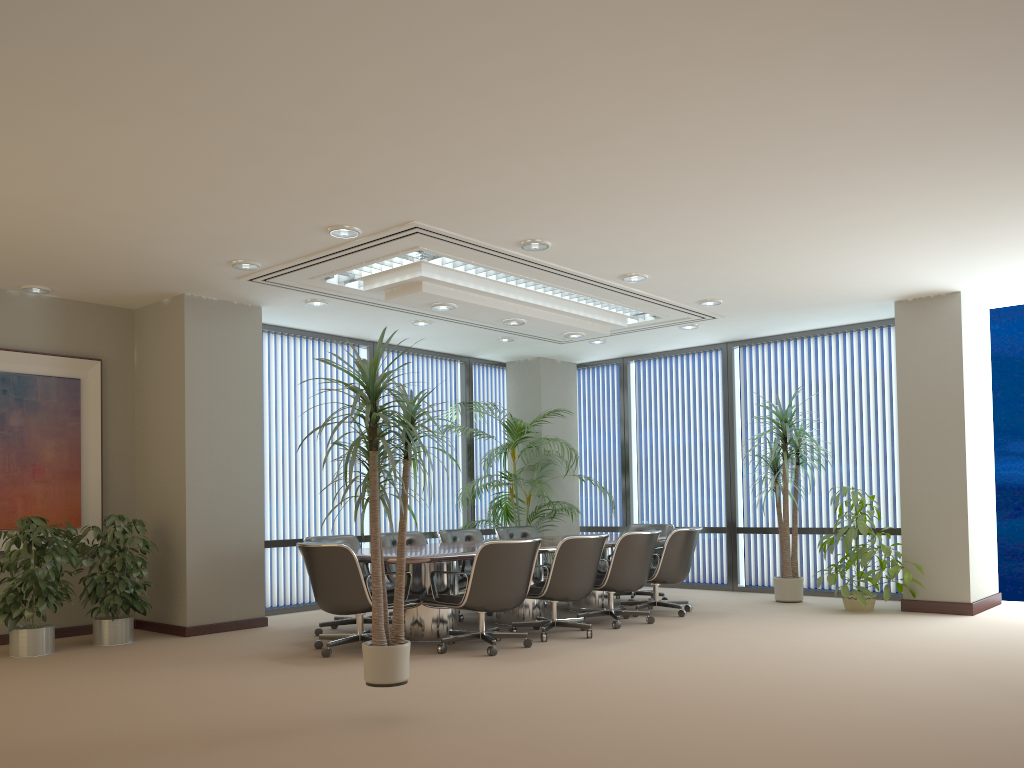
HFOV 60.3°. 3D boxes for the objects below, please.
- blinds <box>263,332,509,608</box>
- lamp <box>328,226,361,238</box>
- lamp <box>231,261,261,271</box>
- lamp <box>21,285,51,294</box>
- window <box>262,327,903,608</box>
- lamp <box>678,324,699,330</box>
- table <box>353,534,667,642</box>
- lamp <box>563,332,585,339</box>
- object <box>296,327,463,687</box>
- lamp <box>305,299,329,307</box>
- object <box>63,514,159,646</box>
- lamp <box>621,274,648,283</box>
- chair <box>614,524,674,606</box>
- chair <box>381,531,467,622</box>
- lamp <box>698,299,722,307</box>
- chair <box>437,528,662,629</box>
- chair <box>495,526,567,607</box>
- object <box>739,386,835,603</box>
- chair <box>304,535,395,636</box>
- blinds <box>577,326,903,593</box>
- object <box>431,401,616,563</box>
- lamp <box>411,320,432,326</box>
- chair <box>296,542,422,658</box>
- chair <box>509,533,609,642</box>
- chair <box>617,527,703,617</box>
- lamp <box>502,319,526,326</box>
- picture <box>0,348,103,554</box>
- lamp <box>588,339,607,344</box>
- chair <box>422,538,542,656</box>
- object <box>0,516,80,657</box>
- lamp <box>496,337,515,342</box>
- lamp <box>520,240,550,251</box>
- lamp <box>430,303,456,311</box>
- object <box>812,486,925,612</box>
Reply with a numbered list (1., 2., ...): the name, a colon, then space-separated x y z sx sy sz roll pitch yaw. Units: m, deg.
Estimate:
1. blinds: -1.276 1.076 10.809 0.032 2.893 4.911 -2 -5 41
2. lamp: -1.165 -1.052 6.135 0.226 0.035 0.226 -8 -10 44
3. lamp: -2.095 -0.927 6.939 0.225 0.035 0.226 4 -9 -32
4. lamp: -4.090 -0.806 7.579 0.225 0.035 0.226 5 -10 -38
5. window: 0.622 1.070 10.965 7.370 2.900 3.557 -1 -5 -4
6. lamp: 1.952 -0.626 9.732 0.226 0.035 0.226 -5 -9 30
7. table: 0.064 1.876 8.355 1.513 0.745 4.083 -7 -9 40
8. lamp: 0.640 -0.498 9.116 0.225 0.035 0.227 2 -8 -25
9. object: -0.674 0.657 4.625 0.806 1.824 0.820 -2 -3 16
10. lamp: -1.829 -0.754 8.270 0.225 0.035 0.226 4 -9 -32
11. object: -3.421 1.659 7.537 0.736 1.088 0.803 0 -4 -17
12. lamp: 1.047 -0.902 7.548 0.225 0.035 0.227 2 -8 -25
13. chair: 1.395 1.998 9.846 0.761 0.855 0.855 -5 -6 41
14. chair: -0.874 1.868 8.570 0.856 0.855 0.761 -5 -6 41
15. lamp: 1.923 -0.783 8.558 0.225 0.035 0.227 2 -8 -25
16. chair: 0.314 1.860 8.664 2.538 0.854 0.760 -7 -7 41
17. chair: 0.269 2.016 9.825 0.760 0.855 0.856 3 -6 -44
18. object: 2.989 1.209 9.551 1.018 2.304 1.036 -2 -3 16
19. chair: -1.401 1.788 7.902 0.855 0.855 0.761 -4 -5 36
20. blinds: 2.468 1.043 11.057 4.950 2.894 0.051 -6 -5 41
21. object: 0.062 1.357 10.969 2.168 2.467 2.100 1 -5 -28
22. lamp: -0.953 -0.634 9.280 0.225 0.035 0.227 2 -8 -25
23. chair: -1.205 1.643 6.845 0.761 0.855 0.855 -5 -6 41
24. chair: 0.391 1.699 7.475 0.856 0.855 0.761 -5 -6 41
25. chair: 1.456 1.853 8.765 0.855 0.855 0.737 -4 -5 36
26. lamp: 0.021 -0.582 8.402 0.225 0.035 0.227 2 -8 -25
27. picture: -4.208 0.584 7.641 0.058 1.739 1.299 -2 -4 41
28. lamp: 1.023 -0.501 10.537 0.225 0.035 0.226 5 -10 -38
29. chair: -0.220 1.625 6.838 0.861 0.855 0.755 -6 -6 45
30. object: -3.787 1.596 7.015 0.799 1.088 0.739 -3 -4 22
31. lamp: -0.078 -0.515 10.291 0.225 0.035 0.227 2 -8 -25
32. lamp: 0.172 -1.022 6.538 0.226 0.035 0.226 -5 -9 30
33. lamp: -0.598 -0.667 7.688 0.225 0.035 0.226 4 -9 -32
34. object: 3.488 1.661 8.717 0.980 1.307 0.860 -2 -4 11
